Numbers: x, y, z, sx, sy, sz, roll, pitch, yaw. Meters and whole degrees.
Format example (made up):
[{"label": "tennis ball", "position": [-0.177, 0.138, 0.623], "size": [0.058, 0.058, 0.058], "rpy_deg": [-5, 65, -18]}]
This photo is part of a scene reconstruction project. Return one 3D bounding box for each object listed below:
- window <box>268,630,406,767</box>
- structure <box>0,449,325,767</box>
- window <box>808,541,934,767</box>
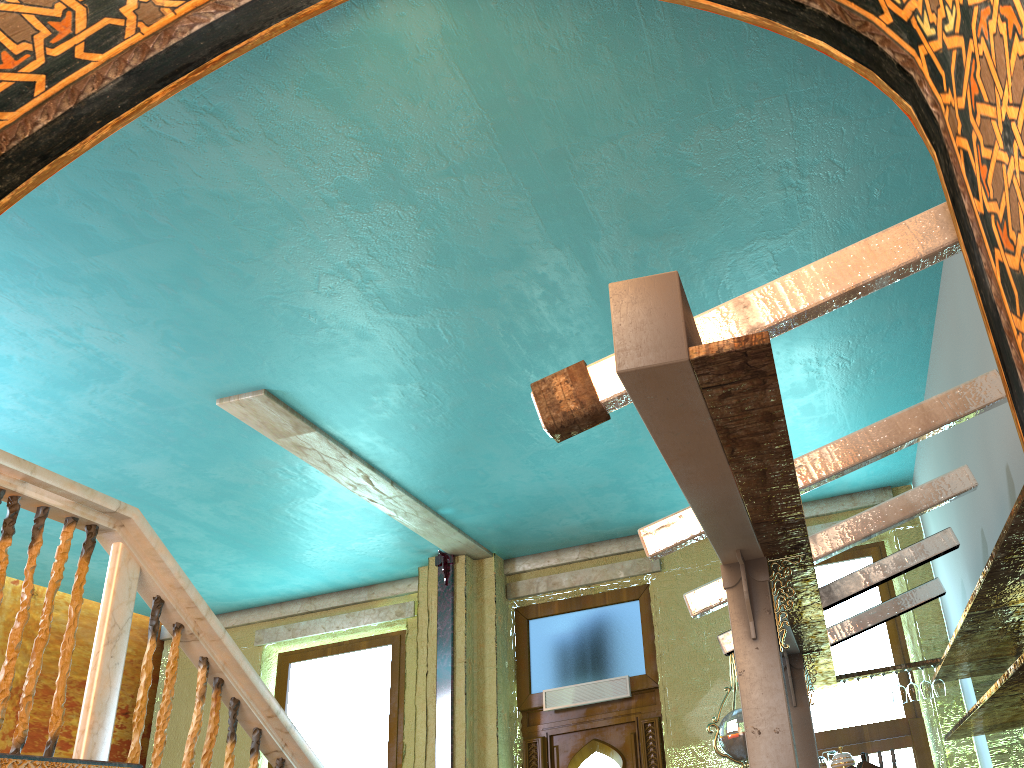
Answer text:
[{"label": "window", "position": [-1.863, 4.345, 8.762], "size": [1.489, 3.299, 0.094], "rpy_deg": [-7, -26, 8]}, {"label": "structure", "position": [-1.947, 2.855, 4.826], "size": [1.729, 3.033, 6.330], "rpy_deg": [-12, -29, 16]}, {"label": "window", "position": [3.215, 3.276, 8.285], "size": [1.489, 3.299, 0.094], "rpy_deg": [-7, -26, 8]}]
